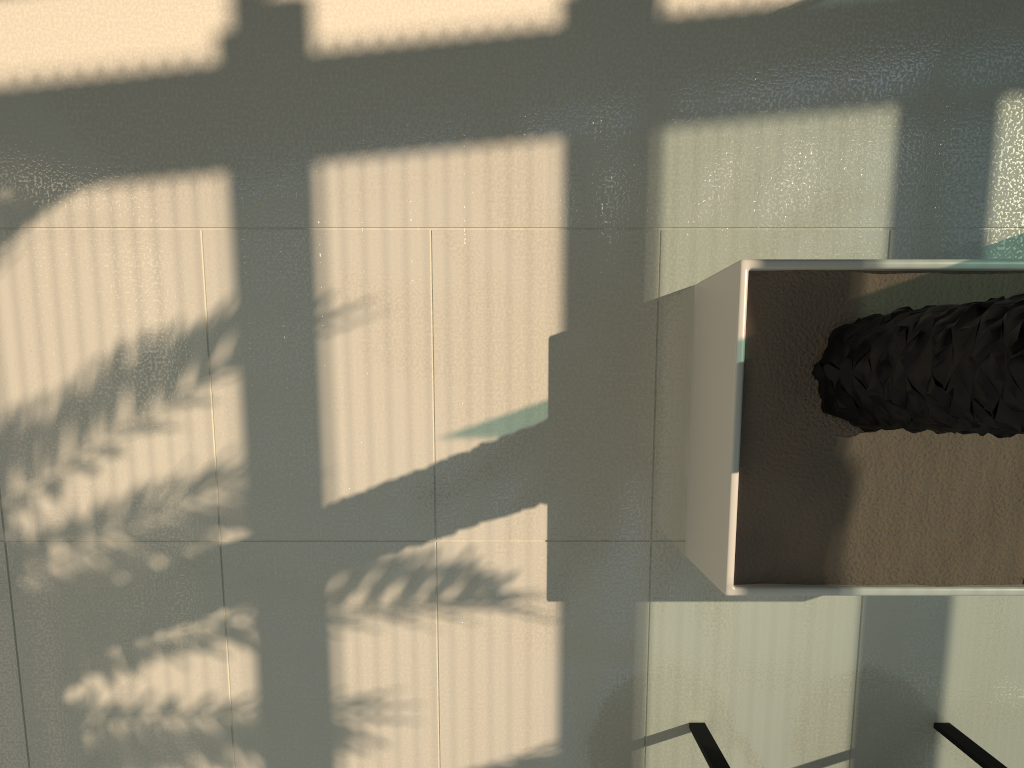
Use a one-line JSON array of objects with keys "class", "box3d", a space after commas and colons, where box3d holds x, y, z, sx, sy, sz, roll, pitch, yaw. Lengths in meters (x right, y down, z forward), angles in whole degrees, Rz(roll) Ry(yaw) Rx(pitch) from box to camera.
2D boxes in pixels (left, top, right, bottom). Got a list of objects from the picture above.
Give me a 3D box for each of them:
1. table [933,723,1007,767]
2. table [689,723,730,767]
[{"class": "table", "box3d": [1.707, 1.730, 3.148, 0.689, 0.758, 0.691, -43, 93, 3]}, {"class": "table", "box3d": [0.737, 1.730, 3.148, 0.689, 0.758, 0.691, -43, 93, 3]}]
